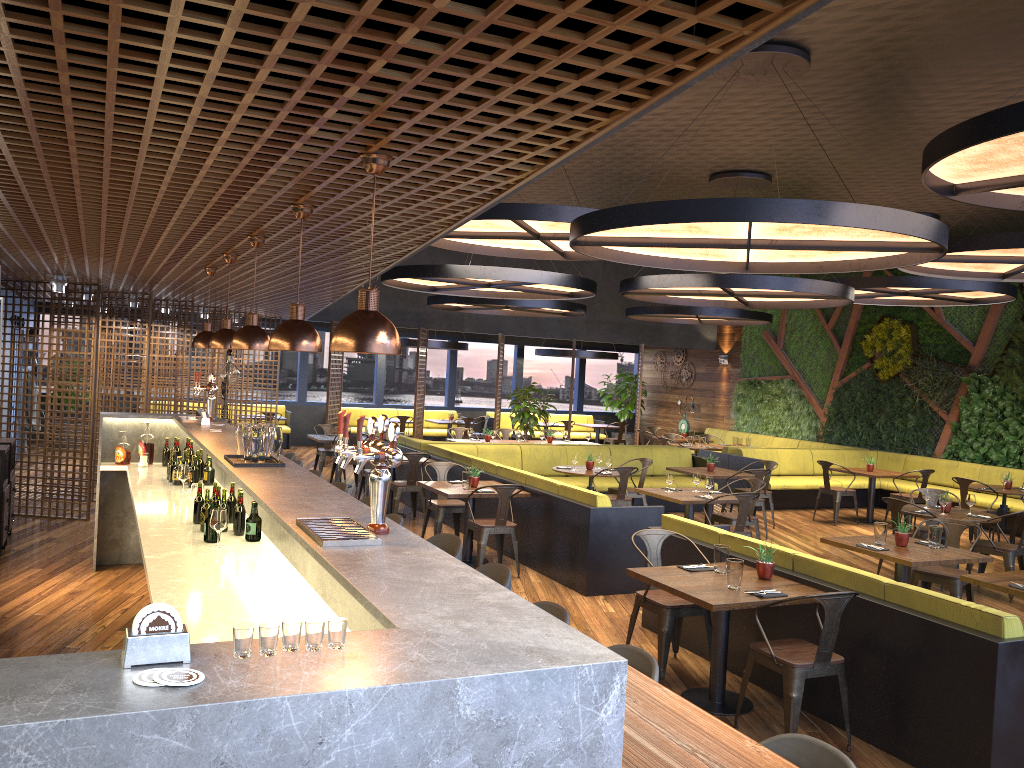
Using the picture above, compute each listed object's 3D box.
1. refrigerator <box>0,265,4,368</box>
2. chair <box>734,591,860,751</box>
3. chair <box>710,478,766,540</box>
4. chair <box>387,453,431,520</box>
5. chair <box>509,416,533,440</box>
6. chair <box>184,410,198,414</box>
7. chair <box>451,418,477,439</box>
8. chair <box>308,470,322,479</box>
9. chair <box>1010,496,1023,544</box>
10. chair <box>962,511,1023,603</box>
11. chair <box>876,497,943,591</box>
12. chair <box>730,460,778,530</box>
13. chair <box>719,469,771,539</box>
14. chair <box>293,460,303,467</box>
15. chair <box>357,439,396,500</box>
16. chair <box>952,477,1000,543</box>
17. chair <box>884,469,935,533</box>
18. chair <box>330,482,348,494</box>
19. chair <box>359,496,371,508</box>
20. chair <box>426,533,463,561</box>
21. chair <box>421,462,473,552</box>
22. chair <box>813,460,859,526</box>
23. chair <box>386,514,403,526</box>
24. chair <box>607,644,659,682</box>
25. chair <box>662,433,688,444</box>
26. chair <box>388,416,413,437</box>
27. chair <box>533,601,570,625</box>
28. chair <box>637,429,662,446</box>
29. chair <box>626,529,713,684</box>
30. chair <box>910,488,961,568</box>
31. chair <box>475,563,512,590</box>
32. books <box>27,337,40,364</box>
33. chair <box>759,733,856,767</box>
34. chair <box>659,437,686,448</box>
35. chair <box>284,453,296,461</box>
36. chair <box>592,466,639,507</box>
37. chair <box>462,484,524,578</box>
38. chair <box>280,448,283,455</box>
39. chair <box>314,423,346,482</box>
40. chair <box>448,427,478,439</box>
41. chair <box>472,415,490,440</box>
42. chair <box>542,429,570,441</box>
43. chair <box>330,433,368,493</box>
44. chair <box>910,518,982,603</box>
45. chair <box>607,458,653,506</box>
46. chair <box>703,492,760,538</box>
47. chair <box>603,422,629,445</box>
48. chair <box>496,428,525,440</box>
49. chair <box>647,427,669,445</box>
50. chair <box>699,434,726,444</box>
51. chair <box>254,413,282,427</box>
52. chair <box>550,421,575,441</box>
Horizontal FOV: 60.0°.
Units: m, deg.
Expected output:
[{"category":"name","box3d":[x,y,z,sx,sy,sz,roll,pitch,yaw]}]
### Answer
[{"category":"refrigerator","box3d":[-4.277,0.067,6.861,0.454,2.109,1.159,3,1,-25]},{"category":"chair","box3d":[1.617,1.552,4.966,0.504,0.917,0.541,3,1,-25]},{"category":"chair","box3d":[2.521,1.516,9.917,0.541,0.917,0.504,3,1,-25]},{"category":"chair","box3d":[-1.309,1.283,11.038,0.504,0.917,0.541,3,1,-25]},{"category":"chair","box3d":[0.192,1.204,20.406,0.541,0.917,0.504,3,1,-25]},{"category":"chair","box3d":[-6.061,0.920,16.639,0.504,0.917,0.541,3,1,-25]},{"category":"chair","box3d":[-1.050,1.159,18.996,0.504,0.917,0.541,3,1,-25]},{"category":"chair","box3d":[-1.834,1.252,7.413,0.438,1.048,0.483,3,1,-11]},{"category":"chair","box3d":[6.839,1.731,11.440,0.504,0.917,0.541,3,1,-25]},{"category":"chair","box3d":[4.918,1.668,8.913,0.504,0.917,0.541,2,1,-43]},{"category":"chair","box3d":[4.051,1.617,9.048,0.541,0.917,0.504,3,1,-25]},{"category":"chair","box3d":[3.377,1.522,12.322,0.541,0.917,0.504,3,1,-25]},{"category":"chair","box3d":[3.022,1.518,11.439,0.504,0.917,0.541,3,1,-25]},{"category":"chair","box3d":[-2.168,1.221,8.113,0.483,1.048,0.438,4,1,36]},{"category":"chair","box3d":[-1.837,1.234,12.166,0.504,0.917,0.541,3,1,-25]},{"category":"chair","box3d":[6.067,1.684,11.652,0.541,0.917,0.504,3,1,-25]},{"category":"chair","box3d":[5.723,1.646,12.710,0.504,0.917,0.541,3,1,-25]},{"category":"chair","box3d":[-1.516,1.281,6.782,0.483,1.048,0.438,4,1,25]},{"category":"chair","box3d":[-1.168,1.312,6.134,0.438,1.048,0.483,3,1,4]},{"category":"chair","box3d":[-0.519,1.369,4.890,0.438,1.048,0.483,3,1,-5]},{"category":"chair","box3d":[-0.707,1.340,9.716,0.504,0.917,0.541,3,1,-25]},{"category":"chair","box3d":[4.764,1.587,13.058,0.541,0.917,0.504,3,1,-25]},{"category":"chair","box3d":[-0.928,1.336,5.492,0.483,1.048,0.438,4,1,36]},{"category":"chair","box3d":[0.237,1.444,3.029,0.483,1.048,0.438,4,1,36]},{"category":"chair","box3d":[3.152,1.427,17.061,0.504,0.917,0.541,3,1,-25]},{"category":"chair","box3d":[-2.343,1.097,18.388,0.504,0.917,0.541,3,1,-25]},{"category":"chair","box3d":[-0.027,1.420,3.564,0.483,1.048,0.438,4,1,36]},{"category":"chair","box3d":[2.805,1.391,18.030,0.541,0.917,0.504,3,1,-25]},{"category":"chair","box3d":[1.082,1.502,6.109,0.504,0.917,0.541,3,1,-25]},{"category":"chair","box3d":[4.658,1.638,9.785,0.504,0.917,0.541,3,1,14]},{"category":"chair","box3d":[-0.248,1.396,4.215,0.438,1.048,0.483,3,1,4]},{"category":"books","box3d":[-8.506,-0.585,15.697,0.223,0.489,0.286,3,1,-34]},{"category":"chair","box3d":[0.626,1.478,2.303,0.483,1.048,0.438,4,1,36]},{"category":"chair","box3d":[2.920,1.431,16.115,0.541,0.917,0.504,3,1,-25]},{"category":"chair","box3d":[-2.372,1.200,8.704,0.438,1.048,0.483,3,1,4]},{"category":"chair","box3d":[1.235,1.429,10.818,0.504,0.917,0.541,3,1,-25]},{"category":"chair","box3d":[-0.180,1.389,8.590,0.504,0.917,0.541,3,1,-25]},{"category":"chair","box3d":[-2.631,1.176,9.233,0.438,1.048,0.483,3,1,-33]},{"category":"chair","box3d":[-2.996,1.127,14.589,0.504,0.917,0.541,3,1,-25]},{"category":"chair","box3d":[-0.859,1.232,15.440,0.504,0.917,0.541,3,1,-25]},{"category":"chair","box3d":[-0.792,1.158,19.877,0.541,0.917,0.504,3,1,-25]},{"category":"chair","box3d":[0.775,1.309,16.209,0.504,0.917,0.541,3,1,-25]},{"category":"chair","box3d":[-2.477,1.175,13.478,0.504,0.917,0.541,3,1,-25]},{"category":"chair","box3d":[3.654,1.621,7.516,0.504,0.917,0.541,4,1,42]},{"category":"chair","box3d":[1.541,1.432,11.646,0.541,0.917,0.504,3,1,-25]},{"category":"chair","box3d":[2.195,1.514,8.991,0.504,0.917,0.541,3,1,-25]},{"category":"chair","box3d":[2.416,1.324,20.626,0.504,0.917,0.541,3,1,-25]},{"category":"chair","box3d":[-0.039,1.271,15.826,0.504,0.917,0.541,3,1,-25]},{"category":"chair","box3d":[3.147,1.393,19.015,0.504,0.917,0.541,3,1,-25]},{"category":"chair","box3d":[3.937,1.464,17.430,0.504,0.917,0.541,3,1,-25]},{"category":"chair","box3d":[-4.768,0.982,17.248,0.504,0.917,0.541,3,1,-25]},{"category":"chair","box3d":[1.123,1.262,20.018,0.504,0.917,0.541,3,1,-25]}]
